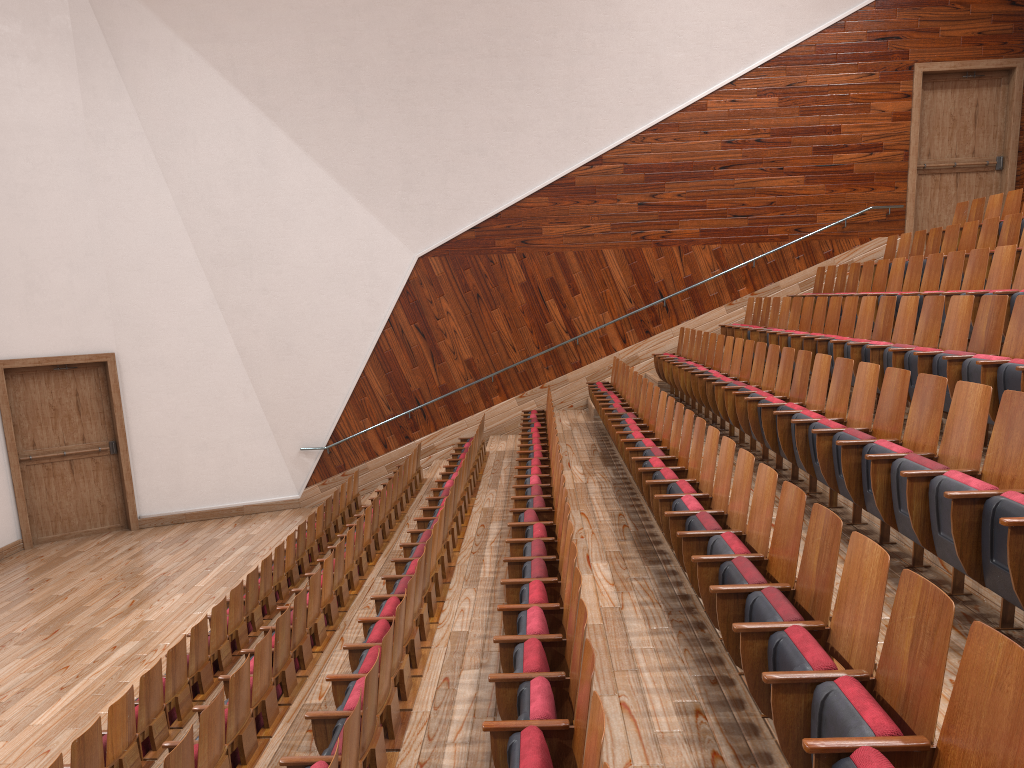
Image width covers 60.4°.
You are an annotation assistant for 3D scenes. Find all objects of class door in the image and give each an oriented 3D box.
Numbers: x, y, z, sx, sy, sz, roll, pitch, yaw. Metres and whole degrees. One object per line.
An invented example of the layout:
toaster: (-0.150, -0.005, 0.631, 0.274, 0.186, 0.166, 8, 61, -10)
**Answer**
door: (0.593, -0.297, 1.166, 0.140, 0.246, 0.024, -2, 12, 2)
door: (-0.574, 0.085, 1.137, 0.138, 0.246, 0.024, -10, 15, -35)

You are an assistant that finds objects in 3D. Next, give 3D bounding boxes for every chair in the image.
chair: (0.135, 0.044, 0.517, 0.770, 0.381, 1.158, -2, 6, 2)
